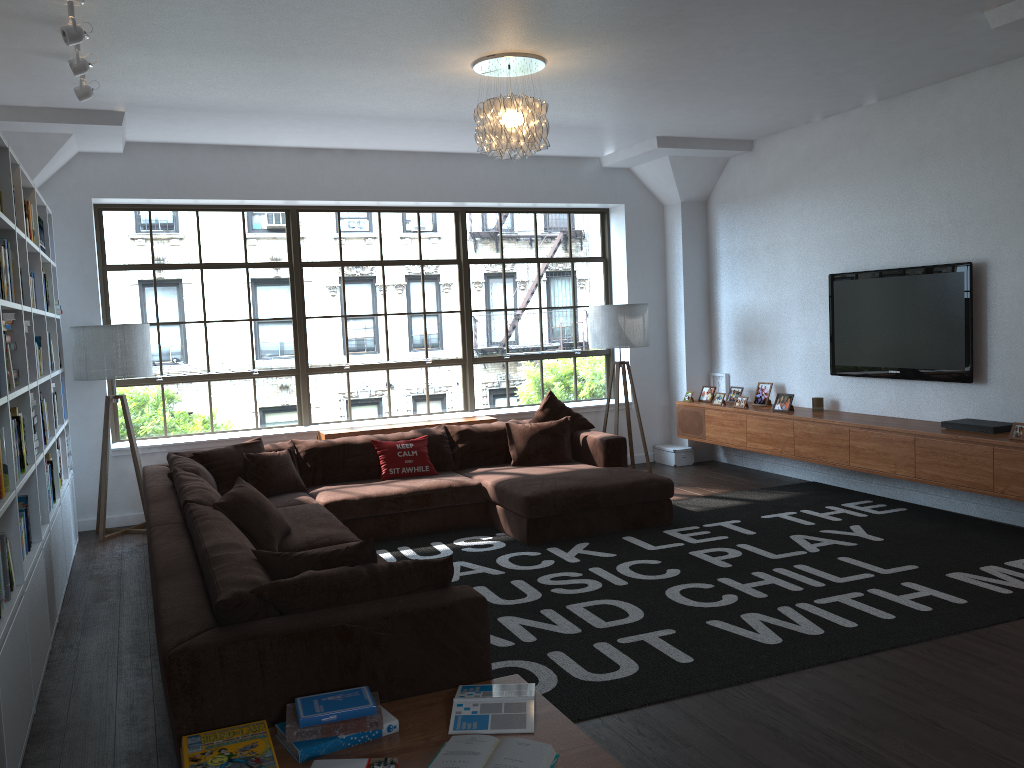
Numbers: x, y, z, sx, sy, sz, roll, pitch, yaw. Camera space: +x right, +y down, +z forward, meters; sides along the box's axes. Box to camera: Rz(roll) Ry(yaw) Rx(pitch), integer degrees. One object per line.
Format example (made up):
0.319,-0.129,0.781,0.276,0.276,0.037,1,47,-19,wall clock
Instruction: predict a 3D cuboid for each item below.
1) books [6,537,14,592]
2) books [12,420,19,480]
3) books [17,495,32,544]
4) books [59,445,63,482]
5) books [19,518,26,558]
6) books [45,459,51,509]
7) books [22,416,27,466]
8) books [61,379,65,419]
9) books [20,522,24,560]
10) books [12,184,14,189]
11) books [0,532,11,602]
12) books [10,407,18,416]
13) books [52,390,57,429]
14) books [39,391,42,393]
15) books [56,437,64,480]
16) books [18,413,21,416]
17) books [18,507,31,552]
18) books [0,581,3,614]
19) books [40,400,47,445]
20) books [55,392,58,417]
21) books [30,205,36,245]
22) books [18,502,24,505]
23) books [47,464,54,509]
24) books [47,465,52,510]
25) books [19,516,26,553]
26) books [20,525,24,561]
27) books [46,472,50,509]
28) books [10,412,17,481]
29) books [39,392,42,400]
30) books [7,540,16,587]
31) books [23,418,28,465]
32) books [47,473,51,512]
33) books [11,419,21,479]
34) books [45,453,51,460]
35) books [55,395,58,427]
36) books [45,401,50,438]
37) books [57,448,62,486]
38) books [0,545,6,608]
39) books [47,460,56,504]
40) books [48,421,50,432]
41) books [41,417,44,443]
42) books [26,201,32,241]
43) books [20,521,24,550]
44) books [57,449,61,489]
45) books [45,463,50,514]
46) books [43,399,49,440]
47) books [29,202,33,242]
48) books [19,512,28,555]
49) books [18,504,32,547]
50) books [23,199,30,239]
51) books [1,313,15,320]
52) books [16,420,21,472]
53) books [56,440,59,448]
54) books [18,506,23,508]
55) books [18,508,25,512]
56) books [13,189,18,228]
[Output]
-1.997,0.691,3.350,0.174,0.236,0.142,-4,5,-24,books
-2.174,0.283,3.704,0.183,0.253,0.034,-4,5,-24,books
-2.348,0.647,4.173,0.140,0.231,0.042,-4,5,-23,books
-3.115,0.541,5.941,0.171,0.246,0.057,-4,5,-23,books
-2.229,0.690,3.918,0.126,0.173,0.032,-4,5,-23,books
-2.684,0.574,4.949,0.176,0.290,0.053,-4,5,-24,books
-2.344,0.269,4.081,0.174,0.240,0.045,-4,5,-24,books
-3.331,0.117,6.393,0.176,0.290,0.053,-4,5,-23,books
-2.200,0.694,3.876,0.107,0.167,0.017,-4,5,-23,books
-2.592,-0.879,4.465,0.160,0.251,0.039,-4,5,-23,books
-1.961,0.686,3.267,0.183,0.253,0.042,-4,5,-23,books
-2.268,0.253,3.911,0.176,0.290,0.036,-4,5,-24,books
-3.057,0.171,5.744,0.183,0.253,0.042,-4,5,-23,books
-2.745,0.192,5.015,0.176,0.293,0.125,-4,5,-23,books
-3.151,0.515,6.015,0.176,0.290,0.053,-4,5,-23,books
-2.285,0.266,3.957,0.180,0.259,0.060,-4,5,-24,books
-2.274,0.669,4.024,0.146,0.202,0.027,-4,5,-23,books
-1.896,0.698,3.115,0.171,0.246,0.039,-4,5,-23,books
-2.666,0.220,4.869,0.182,0.253,0.098,-4,5,-23,books
-3.145,0.173,5.951,0.168,0.228,0.139,-4,5,-23,books
-2.902,-0.922,5.193,0.183,0.253,0.034,-4,5,-23,books
-2.342,0.662,4.126,0.144,0.207,0.048,-4,5,-23,books
-2.709,0.589,5.023,0.183,0.253,0.034,-4,5,-24,books
-2.699,0.591,4.991,0.183,0.253,0.034,-4,5,-24,books
-2.239,0.686,3.943,0.128,0.178,0.021,-4,5,-23,books
-2.190,0.698,3.854,0.106,0.162,0.032,-4,5,-23,books
-2.651,0.597,4.894,0.160,0.250,0.026,-4,5,-24,books
-2.158,0.267,3.662,0.176,0.290,0.053,-4,5,-24,books
-2.724,0.197,4.956,0.197,0.290,0.136,-4,5,-23,books
-2.012,0.702,3.406,0.161,0.207,0.135,-4,5,-24,books
-2.348,0.275,4.119,0.161,0.223,0.026,-4,5,-24,books
-2.658,0.609,4.919,0.161,0.223,0.026,-4,5,-24,books
-2.183,0.281,3.736,0.183,0.253,0.034,-4,5,-24,books
-2.794,0.561,5.198,0.176,0.290,0.036,-4,5,-24,books
-3.104,0.187,5.874,0.161,0.221,0.035,-4,5,-24,books
-2.820,0.216,5.219,0.161,0.222,0.084,-4,5,-23,books
-3.040,0.550,5.770,0.189,0.247,0.057,-4,5,-23,books
-1.932,0.688,3.185,0.180,0.259,0.042,-4,5,-23,books
-2.771,0.580,5.172,0.183,0.253,0.034,-4,5,-24,books
-2.835,0.216,5.249,0.161,0.218,0.101,-4,5,-23,books
-2.636,0.228,4.788,0.174,0.243,0.085,-4,5,-23,books
-2.839,-0.912,5.036,0.183,0.253,0.034,-4,5,-23,books
-2.217,0.693,3.893,0.122,0.169,0.023,-4,5,-23,books
-2.989,0.553,5.661,0.183,0.253,0.037,-4,5,-23,books
-2.647,0.583,4.845,0.198,0.284,0.066,-4,5,-24,books
-2.773,0.212,5.100,0.174,0.242,0.105,-4,5,-23,books
-2.848,-0.914,5.068,0.183,0.253,0.034,-4,5,-23,books
-2.253,0.678,3.968,0.139,0.191,0.036,-4,5,-23,books
-2.311,0.665,4.097,0.146,0.202,0.027,-4,5,-23,books
-2.804,-0.905,4.962,0.171,0.246,0.057,-4,5,-23,books
-2.179,-0.271,3.627,0.223,0.027,0.161,-4,4,-14,books
-2.240,0.282,3.845,0.174,0.240,0.045,-4,5,-24,books
-3.045,0.521,5.822,0.140,0.298,0.044,-4,5,-23,books
-2.316,0.668,4.065,0.146,0.202,0.027,-4,5,-23,books
-2.271,0.671,3.996,0.146,0.202,0.027,-4,5,-23,books
-2.572,-0.864,4.436,0.161,0.223,0.032,-4,5,-23,books
